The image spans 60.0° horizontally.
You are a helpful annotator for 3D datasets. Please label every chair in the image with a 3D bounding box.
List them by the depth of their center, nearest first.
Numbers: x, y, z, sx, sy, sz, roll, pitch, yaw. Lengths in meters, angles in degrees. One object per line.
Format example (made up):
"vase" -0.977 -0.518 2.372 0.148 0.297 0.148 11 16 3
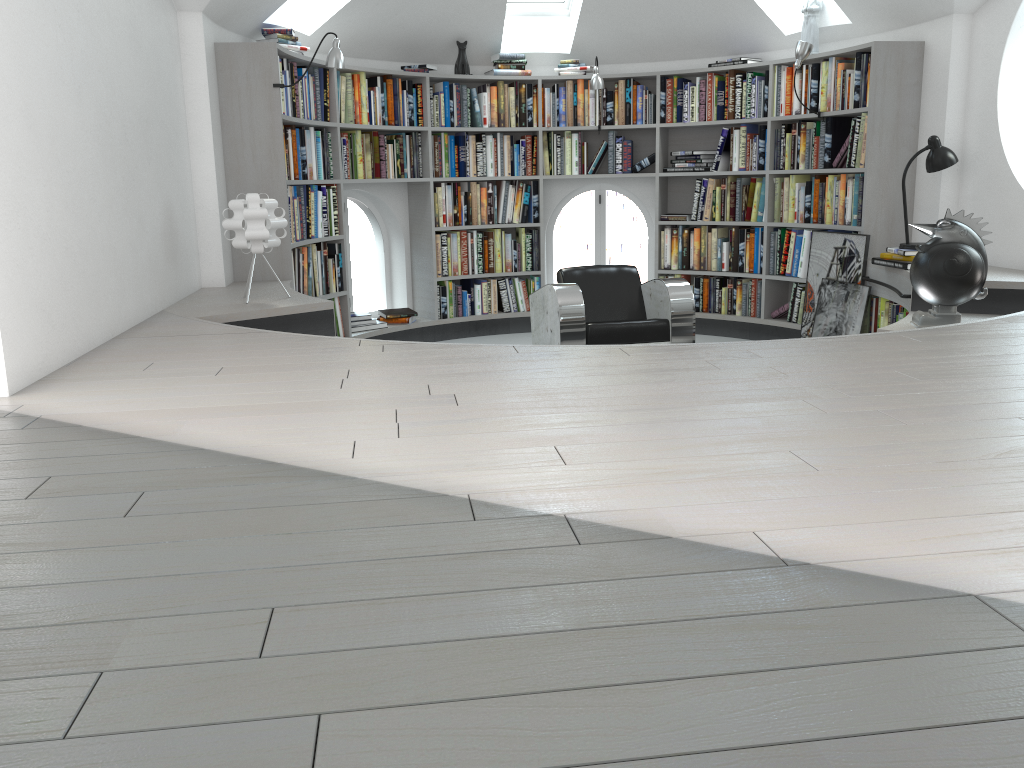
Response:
"chair" 0.591 -0.343 5.427 0.823 0.715 0.745 -4 13 -12

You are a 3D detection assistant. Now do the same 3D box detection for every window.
"window" 0.297 -3.090 6.157 4.055 0.709 1.944 -3 13 -7
"window" -0.281 -1.115 7.352 3.234 1.144 0.620 -6 13 -21

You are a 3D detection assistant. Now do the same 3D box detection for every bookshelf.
"bookshelf" 0.335 -1.364 6.505 4.333 1.869 2.121 -3 12 -7

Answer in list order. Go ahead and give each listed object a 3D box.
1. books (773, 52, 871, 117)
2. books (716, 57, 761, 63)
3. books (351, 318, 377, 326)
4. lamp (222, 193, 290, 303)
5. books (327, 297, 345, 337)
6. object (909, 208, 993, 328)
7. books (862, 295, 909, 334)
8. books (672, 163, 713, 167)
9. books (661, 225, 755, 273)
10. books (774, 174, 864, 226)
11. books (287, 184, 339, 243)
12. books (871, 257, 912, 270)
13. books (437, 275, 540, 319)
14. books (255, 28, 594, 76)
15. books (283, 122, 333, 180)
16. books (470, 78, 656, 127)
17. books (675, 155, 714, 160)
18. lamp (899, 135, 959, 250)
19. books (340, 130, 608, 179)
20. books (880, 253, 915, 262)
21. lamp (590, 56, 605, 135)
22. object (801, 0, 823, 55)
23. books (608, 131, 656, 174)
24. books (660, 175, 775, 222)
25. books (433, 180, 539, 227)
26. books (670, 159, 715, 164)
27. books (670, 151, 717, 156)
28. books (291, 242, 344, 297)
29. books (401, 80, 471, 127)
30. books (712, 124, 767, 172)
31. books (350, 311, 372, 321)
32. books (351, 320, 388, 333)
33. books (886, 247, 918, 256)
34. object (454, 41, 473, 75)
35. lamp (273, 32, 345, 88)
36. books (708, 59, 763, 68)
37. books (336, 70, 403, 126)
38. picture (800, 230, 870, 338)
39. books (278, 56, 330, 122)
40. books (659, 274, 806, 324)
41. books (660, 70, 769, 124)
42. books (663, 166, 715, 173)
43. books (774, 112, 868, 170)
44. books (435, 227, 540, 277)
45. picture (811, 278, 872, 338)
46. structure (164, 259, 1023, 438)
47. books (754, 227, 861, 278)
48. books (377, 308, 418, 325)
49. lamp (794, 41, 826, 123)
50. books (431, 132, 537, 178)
"books" 2.219 -2.047 6.085 0.293 0.360 1.019 -7 14 -24
"books" 1.726 -2.454 6.750 0.234 0.027 0.248 -10 16 -34
"books" -1.207 -0.481 6.742 0.270 0.031 0.287 -9 15 -30
"lamp" -1.267 -0.679 4.395 0.306 0.522 0.307 -5 13 -18
"books" -1.409 -0.395 5.950 0.283 0.318 0.923 1 13 11
"object" 2.067 -0.549 4.207 0.321 0.559 0.322 -9 14 -34
"books" 2.396 -0.330 5.332 0.272 0.296 1.154 0 13 7
"books" 1.460 -1.748 7.086 0.286 0.031 0.270 5 15 27
"books" 1.595 -1.089 7.067 0.873 0.348 0.273 7 15 33
"books" 2.248 -1.295 6.223 0.276 0.346 1.026 -6 14 -22
"books" -1.400 -1.107 5.739 0.260 0.357 1.026 1 13 9
"books" 2.433 -0.729 5.325 0.365 0.042 0.390 -3 13 -7
"books" -0.229 -0.736 7.339 1.020 0.305 0.289 -7 13 -22
"books" -0.608 -2.400 6.549 2.821 0.172 0.750 -11 16 -36
"books" -1.447 -1.480 5.696 0.303 0.346 1.094 0 13 8
"books" 0.401 -2.255 7.146 1.565 0.365 0.396 -2 12 -2
"books" 1.459 -1.809 7.074 0.227 0.036 0.214 10 17 41
"lamp" 2.460 -1.131 5.242 0.322 0.656 0.235 0 12 8
"books" -0.380 -1.781 6.915 2.532 0.369 0.593 -8 14 -26
"books" 2.432 -0.764 5.318 0.286 0.034 0.306 -5 14 -17
"lamp" 0.652 -2.241 6.907 0.113 0.563 0.360 -1 12 -1
"object" 2.087 -2.529 6.202 0.179 0.470 0.180 -1 12 2
"books" 0.989 -1.879 7.191 0.399 0.339 0.225 1 12 12
"books" 1.651 -1.450 6.935 0.975 0.350 0.253 8 15 34
"books" -0.242 -1.468 7.195 0.999 0.349 0.299 -7 13 -23
"books" 1.460 -1.778 7.080 0.286 0.031 0.270 10 17 41
"books" 1.458 -1.840 7.068 0.269 0.031 0.287 -8 15 -27
"books" -1.416 -0.508 5.592 0.390 0.691 1.650 -1 13 3
"books" -0.639 -2.162 6.891 0.683 0.344 0.266 -9 14 -30
"books" 1.819 -1.804 6.770 0.554 0.349 0.257 9 16 38
"books" -1.208 -0.512 6.736 0.214 0.036 0.227 -9 15 -30
"books" -1.206 -0.448 6.748 0.366 0.042 0.389 -12 17 -40
"books" 2.431 -0.796 5.311 0.269 0.031 0.287 -1 13 2
"object" -0.379 -2.536 6.923 0.147 0.263 0.203 -3 12 -11
"lamp" -1.186 -1.884 5.162 0.414 0.310 0.117 -4 12 -10
"books" 1.726 -2.426 6.756 0.337 0.036 0.317 11 18 44
"books" -1.121 -2.054 6.418 0.269 0.371 0.796 7 15 35
"picture" 2.184 -0.600 6.044 0.090 0.858 0.581 -5 12 -17
"books" -1.444 -1.854 5.600 0.300 0.359 1.039 1 13 8
"books" 1.799 -0.690 6.934 1.501 0.309 0.361 11 18 43
"books" 1.587 -2.209 6.832 0.971 0.365 0.307 8 15 35
"books" 1.461 -1.716 7.093 0.388 0.042 0.367 7 15 32
"books" 2.231 -1.670 6.150 0.280 0.356 1.057 -6 14 -21
"books" -0.222 -1.093 7.278 1.033 0.355 0.294 -7 13 -22
"picture" 2.168 -0.403 5.896 0.107 0.552 0.492 -5 13 -17
"structure" 0.536 -0.310 5.316 4.718 0.689 4.729 9 16 36
"books" 2.214 -0.935 6.354 0.304 0.357 1.189 -7 14 -26
"books" -0.898 -0.529 6.954 0.318 0.099 0.293 -3 13 -6
"lamp" 2.027 -2.035 5.977 0.275 0.522 0.113 -5 12 -16
"books" -0.266 -1.846 7.158 1.029 0.357 0.302 -6 13 -21
